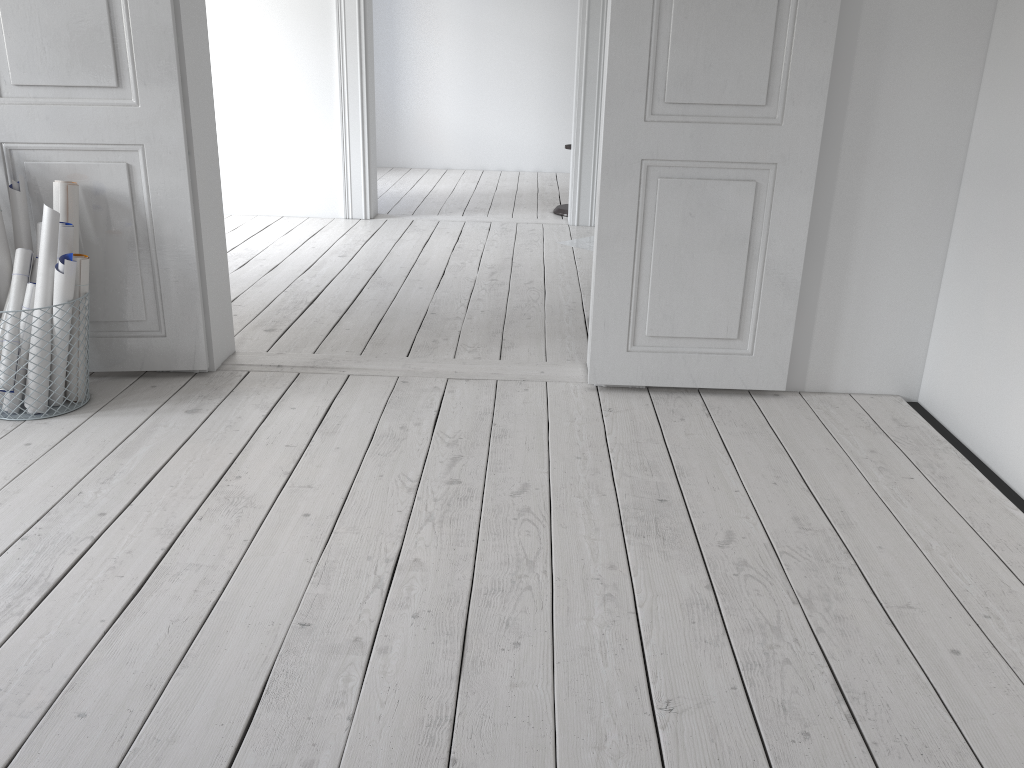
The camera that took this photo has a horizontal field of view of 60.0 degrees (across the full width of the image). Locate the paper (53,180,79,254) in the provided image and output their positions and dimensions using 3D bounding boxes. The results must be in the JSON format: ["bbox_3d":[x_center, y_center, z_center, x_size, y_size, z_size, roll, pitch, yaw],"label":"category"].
[{"bbox_3d":[-1.399,-0.296,2.785,0.073,0.668,0.181,10,22,22],"label":"paper"}]

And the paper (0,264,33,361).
[{"bbox_3d":[-1.527,-0.184,2.693,0.047,0.358,0.240,7,21,14],"label":"paper"}]

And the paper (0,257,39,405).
[{"bbox_3d":[-1.501,-0.161,2.716,0.054,0.431,0.253,16,25,34],"label":"paper"}]

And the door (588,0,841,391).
[{"bbox_3d":[0.621,-1.082,2.610,0.666,2.323,0.034,2,20,1],"label":"door"}]

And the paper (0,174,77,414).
[{"bbox_3d":[-1.472,-0.324,2.675,0.431,0.793,0.181,20,27,41],"label":"paper"}]

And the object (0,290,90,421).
[{"bbox_3d":[-1.480,-0.105,2.725,0.374,0.350,0.374,3,20,3],"label":"object"}]

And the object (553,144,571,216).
[{"bbox_3d":[0.506,-2.005,6.090,0.375,1.656,0.375,-15,26,-38],"label":"object"}]

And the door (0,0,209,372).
[{"bbox_3d":[-1.351,-1.136,2.605,0.678,2.323,0.034,-1,21,-7],"label":"door"}]

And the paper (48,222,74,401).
[{"bbox_3d":[-1.394,-0.220,2.734,0.153,0.552,0.060,-17,27,-40],"label":"paper"}]

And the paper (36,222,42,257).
[{"bbox_3d":[-1.466,-0.225,2.776,0.047,0.541,0.201,3,20,5],"label":"paper"}]

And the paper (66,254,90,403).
[{"bbox_3d":[-1.342,-0.170,2.739,0.123,0.464,0.057,-8,23,-25],"label":"paper"}]

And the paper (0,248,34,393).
[{"bbox_3d":[-1.489,-0.191,2.659,0.049,0.402,0.244,3,20,3],"label":"paper"}]

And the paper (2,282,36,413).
[{"bbox_3d":[-1.455,-0.118,2.698,0.078,0.389,0.234,14,24,29],"label":"paper"}]
